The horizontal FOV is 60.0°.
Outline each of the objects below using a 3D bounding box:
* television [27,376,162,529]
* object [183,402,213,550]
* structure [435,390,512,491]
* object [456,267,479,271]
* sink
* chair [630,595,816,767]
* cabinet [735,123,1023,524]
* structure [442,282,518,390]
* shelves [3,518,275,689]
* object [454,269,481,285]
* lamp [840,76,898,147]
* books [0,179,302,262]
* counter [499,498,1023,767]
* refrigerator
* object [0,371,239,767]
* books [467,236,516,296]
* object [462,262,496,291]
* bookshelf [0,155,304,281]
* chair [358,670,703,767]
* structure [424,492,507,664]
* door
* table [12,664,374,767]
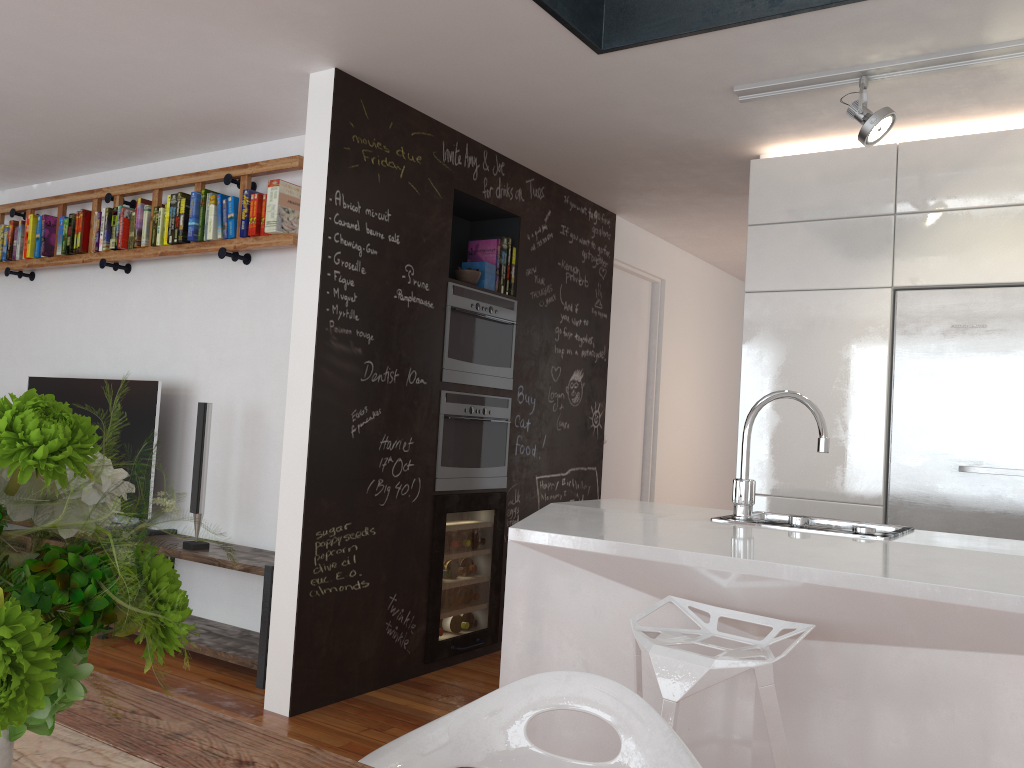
[{"bbox_3d":[-2.313,0.364,4.834,1.230,0.786,0.298,2,-3,33],"label":"television"},{"bbox_3d":[-1.467,0.432,4.191,0.089,0.687,0.089,1,-4,43],"label":"object"},{"bbox_3d":[-0.160,0.281,4.298,0.052,0.462,0.585,2,-3,33],"label":"structure"},{"bbox_3d":[-0.208,-0.545,4.314,0.116,0.042,0.077,6,-4,-43],"label":"object"},{"bbox_3d":[0.916,0.309,2.674,0.492,0.570,0.459,2,-3,33],"label":"sink"},{"bbox_3d":[0.380,0.875,1.862,0.492,0.765,0.428,1,-4,43],"label":"chair"},{"bbox_3d":[2.291,0.211,3.779,2.404,2.506,0.946,2,-3,33],"label":"cabinet"},{"bbox_3d":[-0.130,-0.220,4.323,0.052,0.462,0.585,2,-3,33],"label":"structure"},{"bbox_3d":[-2.356,0.986,4.801,3.473,0.506,0.414,2,-3,33],"label":"shelves"},{"bbox_3d":[-0.218,-0.512,4.317,0.132,0.069,0.132,5,-3,-23],"label":"object"},{"bbox_3d":[1.747,-0.964,2.871,1.324,0.254,0.154,2,-3,33],"label":"lamp"},{"bbox_3d":[-0.899,-1.664,4.486,5.671,1.974,0.733,2,-3,22],"label":"books"},{"bbox_3d":[1.049,0.865,2.241,2.289,0.903,0.956,2,-3,33],"label":"counter"},{"bbox_3d":[2.023,0.519,3.382,1.119,1.811,0.142,2,-3,33],"label":"refrigerator"},{"bbox_3d":[-0.440,0.176,0.700,0.432,0.476,0.371,4,-3,-15],"label":"object"},{"bbox_3d":[-0.120,-0.608,4.604,0.230,0.303,0.152,2,-3,33],"label":"books"},{"bbox_3d":[-0.170,-0.536,4.458,0.136,0.136,0.110,2,-3,26],"label":"object"},{"bbox_3d":[-2.212,-0.863,4.981,2.983,0.465,0.161,2,-3,33],"label":"bookshelf"},{"bbox_3d":[0.013,0.851,1.335,0.577,0.710,0.505,2,-3,23],"label":"chair"},{"bbox_3d":[-0.192,0.911,4.262,0.081,0.763,0.582,2,-3,33],"label":"structure"},{"bbox_3d":[0.720,0.355,5.848,0.120,2.236,0.823,2,-3,33],"label":"door"},{"bbox_3d":[-0.509,0.778,0.662,1.910,0.735,0.969,2,-3,33],"label":"table"}]
